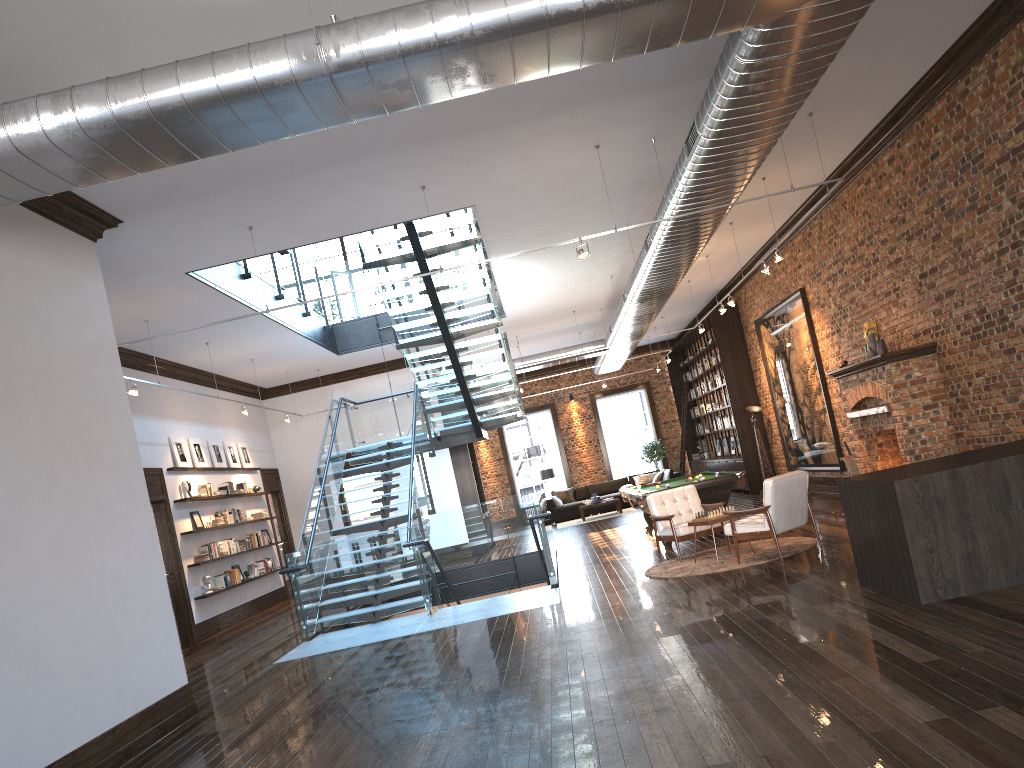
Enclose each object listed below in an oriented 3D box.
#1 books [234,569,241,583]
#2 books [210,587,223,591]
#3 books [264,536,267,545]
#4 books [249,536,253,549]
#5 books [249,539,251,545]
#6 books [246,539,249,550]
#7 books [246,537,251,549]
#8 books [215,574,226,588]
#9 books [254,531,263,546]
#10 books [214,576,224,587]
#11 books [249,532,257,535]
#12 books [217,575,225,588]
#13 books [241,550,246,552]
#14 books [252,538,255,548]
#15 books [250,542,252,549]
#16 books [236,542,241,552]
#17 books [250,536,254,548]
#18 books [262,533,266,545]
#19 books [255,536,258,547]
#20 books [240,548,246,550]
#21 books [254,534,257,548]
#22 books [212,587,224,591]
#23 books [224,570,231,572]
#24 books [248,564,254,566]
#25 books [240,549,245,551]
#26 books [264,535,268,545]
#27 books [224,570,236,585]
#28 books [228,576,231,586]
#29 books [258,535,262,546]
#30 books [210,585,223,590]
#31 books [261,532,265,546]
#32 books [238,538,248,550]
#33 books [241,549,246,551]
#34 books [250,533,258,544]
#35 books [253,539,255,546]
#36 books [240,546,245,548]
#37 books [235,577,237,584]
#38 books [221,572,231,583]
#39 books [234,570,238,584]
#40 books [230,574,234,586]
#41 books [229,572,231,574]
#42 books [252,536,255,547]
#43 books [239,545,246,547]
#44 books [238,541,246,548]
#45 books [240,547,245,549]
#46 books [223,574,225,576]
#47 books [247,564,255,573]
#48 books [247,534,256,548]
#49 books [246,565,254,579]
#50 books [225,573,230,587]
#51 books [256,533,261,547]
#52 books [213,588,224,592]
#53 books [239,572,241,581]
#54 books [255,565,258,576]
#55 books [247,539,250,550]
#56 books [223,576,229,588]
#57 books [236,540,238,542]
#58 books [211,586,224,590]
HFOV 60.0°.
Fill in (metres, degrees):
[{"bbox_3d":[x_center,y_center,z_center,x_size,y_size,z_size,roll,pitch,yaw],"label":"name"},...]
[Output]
[{"bbox_3d":[-4.692,3.259,14.994,0.168,0.242,0.026,-13,-1,2],"label":"books"},{"bbox_3d":[-4.727,3.278,14.196,0.142,0.011,0.257,-12,-6,-1],"label":"books"},{"bbox_3d":[-4.710,2.963,16.673,0.169,0.169,0.017,-13,-1,2],"label":"books"},{"bbox_3d":[-4.771,2.877,16.028,0.115,0.229,0.025,-12,-1,2],"label":"books"},{"bbox_3d":[-4.769,2.895,15.951,0.132,0.177,0.035,-13,-1,2],"label":"books"},{"bbox_3d":[-4.776,2.862,15.764,0.154,0.206,0.010,-13,-1,2],"label":"books"},{"bbox_3d":[-4.757,2.860,15.832,0.164,0.216,0.012,-13,-1,2],"label":"books"},{"bbox_3d":[-4.738,3.214,14.399,0.126,0.225,0.031,-12,-1,2],"label":"books"},{"bbox_3d":[-4.739,2.900,16.556,0.145,0.281,0.006,-12,-1,2],"label":"books"},{"bbox_3d":[-4.737,3.221,14.353,0.131,0.202,0.011,-13,-1,2],"label":"books"},{"bbox_3d":[-4.756,2.887,16.359,0.149,0.272,0.022,-12,-1,2],"label":"books"},{"bbox_3d":[-4.731,3.218,14.371,0.133,0.209,0.024,-13,-1,2],"label":"books"},{"bbox_3d":[-4.770,2.937,15.541,0.142,0.011,0.257,-13,-6,4],"label":"books"},{"bbox_3d":[-4.771,2.891,16.130,0.142,0.224,0.014,-13,-1,2],"label":"books"},{"bbox_3d":[-4.771,2.897,15.988,0.129,0.181,0.012,-13,-1,2],"label":"books"},{"bbox_3d":[-4.787,2.831,15.345,0.138,0.184,0.053,-13,-2,2],"label":"books"},{"bbox_3d":[-4.764,2.878,16.072,0.136,0.234,0.014,-12,-1,2],"label":"books"},{"bbox_3d":[-4.722,2.922,16.631,0.169,0.246,0.013,-13,-1,2],"label":"books"},{"bbox_3d":[-4.751,2.911,16.264,0.159,0.204,0.015,-13,-1,2],"label":"books"},{"bbox_3d":[-4.777,2.906,15.541,0.142,0.011,0.257,-12,-6,-1],"label":"books"},{"bbox_3d":[-4.754,2.880,16.232,0.128,0.258,0.035,-12,-1,2],"label":"books"},{"bbox_3d":[-4.728,3.290,14.196,0.142,0.011,0.256,-13,-6,2],"label":"books"},{"bbox_3d":[-4.725,3.246,14.852,0.141,0.251,0.012,-12,-1,2],"label":"books"},{"bbox_3d":[-4.676,3.353,15.855,0.137,0.228,0.138,-12,-2,2],"label":"books"},{"bbox_3d":[-4.773,2.916,15.541,0.142,0.011,0.258,-12,-6,-2],"label":"books"},{"bbox_3d":[-4.713,2.970,16.798,0.156,0.185,0.051,-13,-2,2],"label":"books"},{"bbox_3d":[-4.704,3.240,14.795,0.176,0.243,0.082,-13,-2,2],"label":"books"},{"bbox_3d":[-4.702,3.250,14.531,0.167,0.167,0.029,-13,-1,2],"label":"books"},{"bbox_3d":[-4.730,2.916,16.400,0.166,0.213,0.027,-13,-1,2],"label":"books"},{"bbox_3d":[-4.735,3.258,14.196,0.142,0.011,0.256,-13,-6,2],"label":"books"},{"bbox_3d":[-4.738,2.917,16.587,0.169,0.253,0.035,-13,-1,2],"label":"books"},{"bbox_3d":[-4.782,2.851,15.753,0.143,0.228,0.014,-13,-1,2],"label":"books"},{"bbox_3d":[-4.773,2.927,15.541,0.142,0.011,0.257,-12,-6,-1],"label":"books"},{"bbox_3d":[-4.754,2.885,16.282,0.144,0.259,0.019,-12,-1,2],"label":"books"},{"bbox_3d":[-4.778,2.900,16.178,0.156,0.217,0.013,-13,-1,2],"label":"books"},{"bbox_3d":[-4.780,2.873,15.542,0.141,0.011,0.289,-12,-6,-3],"label":"books"},{"bbox_3d":[-4.717,3.255,14.907,0.136,0.242,0.026,-12,-1,2],"label":"books"},{"bbox_3d":[-4.719,3.237,14.646,0.140,0.225,0.060,-12,-2,2],"label":"books"},{"bbox_3d":[-4.709,3.262,14.938,0.147,0.232,0.036,-13,-1,2],"label":"books"},{"bbox_3d":[-4.707,3.260,14.691,0.152,0.183,0.030,-13,-1,2],"label":"books"},{"bbox_3d":[-4.719,3.249,14.744,0.136,0.221,0.021,-13,-1,2],"label":"books"},{"bbox_3d":[-4.769,2.898,16.162,0.128,0.215,0.014,-12,-1,2],"label":"books"},{"bbox_3d":[-4.787,2.853,15.542,0.142,0.011,0.257,-13,-6,5],"label":"books"},{"bbox_3d":[-4.786,2.875,15.721,0.129,0.175,0.050,-13,-2,2],"label":"books"},{"bbox_3d":[-4.784,2.885,15.542,0.141,0.011,0.287,-13,-6,3],"label":"books"},{"bbox_3d":[-4.736,3.227,14.496,0.114,0.219,0.022,-12,-1,2],"label":"books"},{"bbox_3d":[-4.673,3.351,15.868,0.146,0.233,0.143,-12,-2,2],"label":"books"},{"bbox_3d":[-4.758,2.879,16.207,0.128,0.258,0.035,-12,-1,2],"label":"books"},{"bbox_3d":[-4.671,3.350,15.817,0.141,0.223,0.136,-12,-2,2],"label":"books"},{"bbox_3d":[-4.720,3.225,14.512,0.152,0.221,0.011,-13,-1,2],"label":"books"},{"bbox_3d":[-4.739,2.889,16.346,0.161,0.258,0.019,-13,-1,2],"label":"books"},{"bbox_3d":[-4.722,3.299,14.195,0.141,0.011,0.288,-13,-6,4],"label":"books"},{"bbox_3d":[-4.694,3.294,15.073,0.154,0.190,0.028,-13,-1,2],"label":"books"},{"bbox_3d":[-4.652,3.375,15.976,0.151,0.206,0.085,-13,-2,2],"label":"books"},{"bbox_3d":[-4.765,2.866,15.783,0.164,0.197,0.029,-13,-1,2],"label":"books"},{"bbox_3d":[-4.707,3.232,14.428,0.167,0.183,0.029,-13,-1,2],"label":"books"},{"bbox_3d":[-4.799,2.821,15.365,0.143,0.213,0.042,-13,-1,2],"label":"books"},{"bbox_3d":[-4.727,3.267,14.196,0.141,0.011,0.288,-13,-6,5],"label":"books"}]
